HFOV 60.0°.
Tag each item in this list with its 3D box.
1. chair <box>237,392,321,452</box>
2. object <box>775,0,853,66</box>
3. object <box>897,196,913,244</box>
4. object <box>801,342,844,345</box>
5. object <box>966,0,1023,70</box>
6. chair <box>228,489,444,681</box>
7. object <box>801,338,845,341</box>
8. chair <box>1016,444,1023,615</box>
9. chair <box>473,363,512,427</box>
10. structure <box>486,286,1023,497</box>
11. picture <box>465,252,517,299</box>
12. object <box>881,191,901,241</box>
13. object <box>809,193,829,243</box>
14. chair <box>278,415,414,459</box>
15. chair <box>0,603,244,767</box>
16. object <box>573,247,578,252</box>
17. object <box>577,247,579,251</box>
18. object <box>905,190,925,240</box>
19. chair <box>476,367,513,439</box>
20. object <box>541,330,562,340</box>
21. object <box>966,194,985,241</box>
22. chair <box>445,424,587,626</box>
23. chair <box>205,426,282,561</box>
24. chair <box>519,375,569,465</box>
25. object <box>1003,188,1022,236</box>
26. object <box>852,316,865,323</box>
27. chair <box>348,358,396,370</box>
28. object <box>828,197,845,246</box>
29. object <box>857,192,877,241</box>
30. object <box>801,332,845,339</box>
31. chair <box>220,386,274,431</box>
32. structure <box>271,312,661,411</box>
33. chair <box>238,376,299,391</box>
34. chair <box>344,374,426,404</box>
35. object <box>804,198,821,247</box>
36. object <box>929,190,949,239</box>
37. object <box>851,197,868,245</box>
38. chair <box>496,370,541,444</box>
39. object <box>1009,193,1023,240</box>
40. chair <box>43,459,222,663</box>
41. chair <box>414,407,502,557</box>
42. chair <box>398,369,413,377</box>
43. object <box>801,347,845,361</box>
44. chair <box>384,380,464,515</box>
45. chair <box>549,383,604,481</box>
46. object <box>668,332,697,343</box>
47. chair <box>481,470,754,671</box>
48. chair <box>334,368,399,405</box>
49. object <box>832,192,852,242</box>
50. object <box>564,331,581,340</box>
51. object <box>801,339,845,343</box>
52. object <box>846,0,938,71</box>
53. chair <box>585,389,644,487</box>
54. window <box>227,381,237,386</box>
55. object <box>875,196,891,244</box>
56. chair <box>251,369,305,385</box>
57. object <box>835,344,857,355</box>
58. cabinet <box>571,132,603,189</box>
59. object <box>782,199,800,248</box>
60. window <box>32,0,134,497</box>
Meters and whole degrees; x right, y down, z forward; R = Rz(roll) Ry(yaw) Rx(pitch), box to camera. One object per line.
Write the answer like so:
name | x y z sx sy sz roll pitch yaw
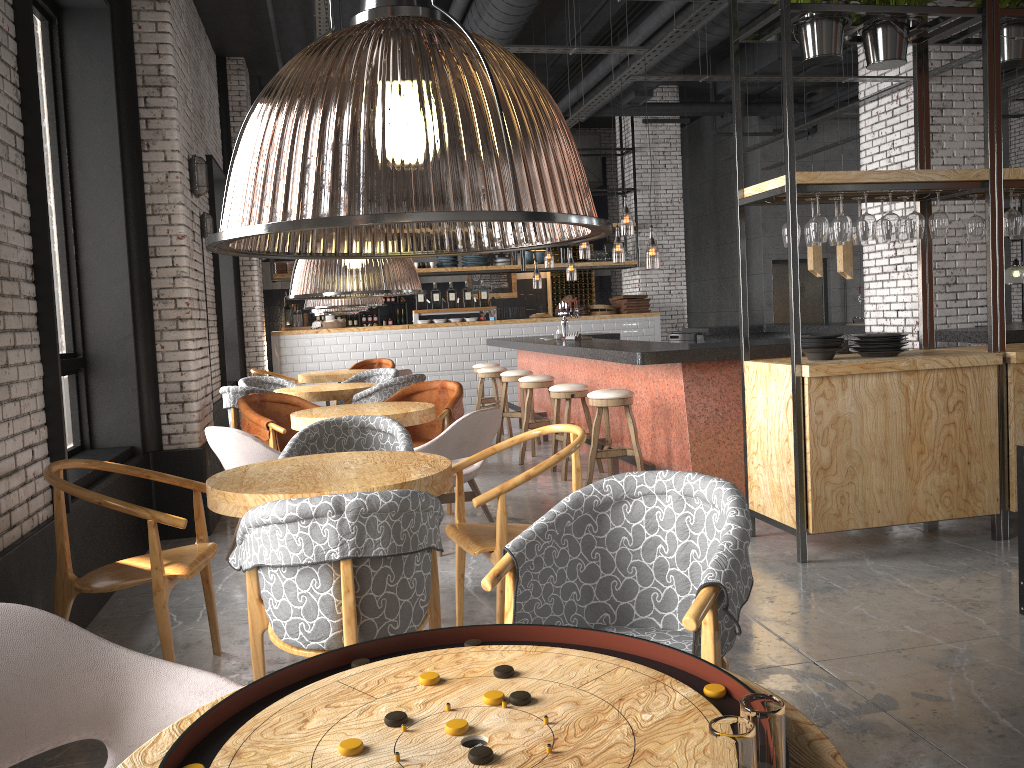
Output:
chair | -1.599 0.526 6.237 0.643 0.928 0.682 -1 4 31
object | 1.684 -2.046 4.833 0.467 0.558 0.417 -1 4 29
object | 2.287 -0.954 5.155 0.101 0.267 0.101 -2 4 19
object | 1.710 -0.197 4.920 0.257 0.075 0.257 -2 4 14
object | 2.874 -2.127 5.129 0.467 0.558 0.417 -1 4 27
chair | -0.508 0.748 2.671 0.681 0.928 0.644 -4 4 -12
object | 1.709 -0.219 4.919 0.257 0.072 0.257 -4 4 -12
chair | 2.520 0.620 3.499 0.657 0.729 0.639 -4 4 -11
chair | -0.338 0.146 10.867 0.439 0.805 0.480 -6 5 -43
structure | 2.376 -0.195 9.245 4.311 1.531 5.883 -4 4 -12
picture | -0.403 -2.210 17.094 0.980 1.141 0.021 -4 3 -12
object | 2.057 -0.917 4.815 0.101 0.267 0.101 0 5 42
object | 1.634 -0.889 4.728 0.101 0.267 0.101 0 5 42
chair | -0.741 0.636 4.265 0.681 0.928 0.644 -3 4 -2
chair | -0.779 0.878 1.593 0.802 0.849 0.772 -1 4 28
object | 1.222 -2.604 17.103 0.079 0.079 0.284 -4 4 -11
object | 1.313 -2.610 17.126 0.079 0.079 0.284 -4 4 -11
object | 2.201 -0.926 4.845 0.101 0.267 0.101 0 5 42
chair | -0.183 0.211 9.921 0.481 0.805 0.439 -6 4 -38
object | 0.391 -0.573 10.221 0.200 0.106 0.767 -4 4 -12
object | 2.743 -0.984 5.248 0.101 0.267 0.101 -3 3 2
chair | 0.072 0.647 3.664 0.644 0.920 0.613 -4 4 -20
chair | -1.378 0.624 5.249 0.771 0.849 0.803 0 5 38
chair | 0.201 0.320 8.272 0.439 0.805 0.480 -6 4 -38
object | 2.801 -0.965 4.969 0.101 0.267 0.101 -3 3 2
object | 3.884 -0.709 9.859 0.091 0.091 0.177 -6 5 -36
chair | -1.709 0.154 11.110 0.681 0.928 0.644 -2 4 11
object | 1.855 -0.926 5.066 0.101 0.267 0.101 0 5 42
object | 1.913 -0.907 4.786 0.101 0.267 0.101 0 5 42
object | 1.709 -0.245 4.917 0.257 0.076 0.257 -1 5 26
chair | -2.160 0.456 7.487 0.681 0.928 0.644 0 4 33
structure | -0.678 -0.299 13.822 5.801 1.344 1.512 -4 4 -12
chair | -2.282 0.386 8.480 0.643 0.928 0.682 0 4 33
chair | -1.024 0.379 7.775 0.643 0.928 0.682 0 4 33
object | 1.710 -0.917 5.036 0.101 0.267 0.101 0 5 42
object | 2.345 -0.935 4.875 0.101 0.267 0.101 -2 4 19
object | 1.999 -0.935 5.095 0.101 0.267 0.101 0 5 42
chair | 0.030 0.256 9.212 0.439 0.805 0.481 -1 4 27
object | 3.022 -1.002 5.306 0.101 0.267 0.101 -3 3 2
chair | -1.492 0.741 3.434 0.644 0.920 0.613 -3 4 -5
chair | -0.431 0.563 5.441 0.802 0.849 0.772 0 5 38
chair | -1.490 0.260 10.033 0.802 0.849 0.772 0 5 38
object | 1.712 -0.166 4.921 0.257 0.067 0.257 -4 5 -19
chair | -0.597 0.453 6.539 0.681 0.928 0.644 -1 4 26
chair | 0.482 0.394 7.519 0.481 0.805 0.439 -5 4 -33
object | 2.268 -0.158 11.703 0.399 1.034 0.398 -1 4 24
chair | 0.374 0.730 2.350 0.681 0.928 0.644 0 5 38
chair | -1.354 0.320 8.741 0.681 0.928 0.644 0 4 33
object | 1.769 -0.898 4.756 0.101 0.267 0.101 0 5 42
object | 0.644 -0.517 9.430 0.091 0.091 0.177 -6 5 -36
object | 1.710 -0.215 4.918 0.257 0.072 0.257 -6 6 -39
object | 2.099 -2.080 5.002 0.468 0.558 0.416 -5 5 -35
chair | 0.762 0.439 6.384 0.439 0.805 0.481 0 4 37
window | -3.713 -1.261 10.835 0.365 2.694 1.536 -3 4 -12
object | 2.143 -0.945 5.125 0.101 0.267 0.101 0 5 42
chair | -2.768 0.268 10.362 0.644 0.920 0.613 -3 4 -5
object | 2.533 0.237 6.433 0.399 1.034 0.398 -1 4 24
cabinet | -1.275 -3.549 15.961 5.865 1.766 0.683 -4 4 -12
object | 1.575 -0.908 5.008 0.101 0.267 0.101 0 5 42
window | -2.406 -0.841 4.574 0.365 2.694 1.536 -3 4 -12
